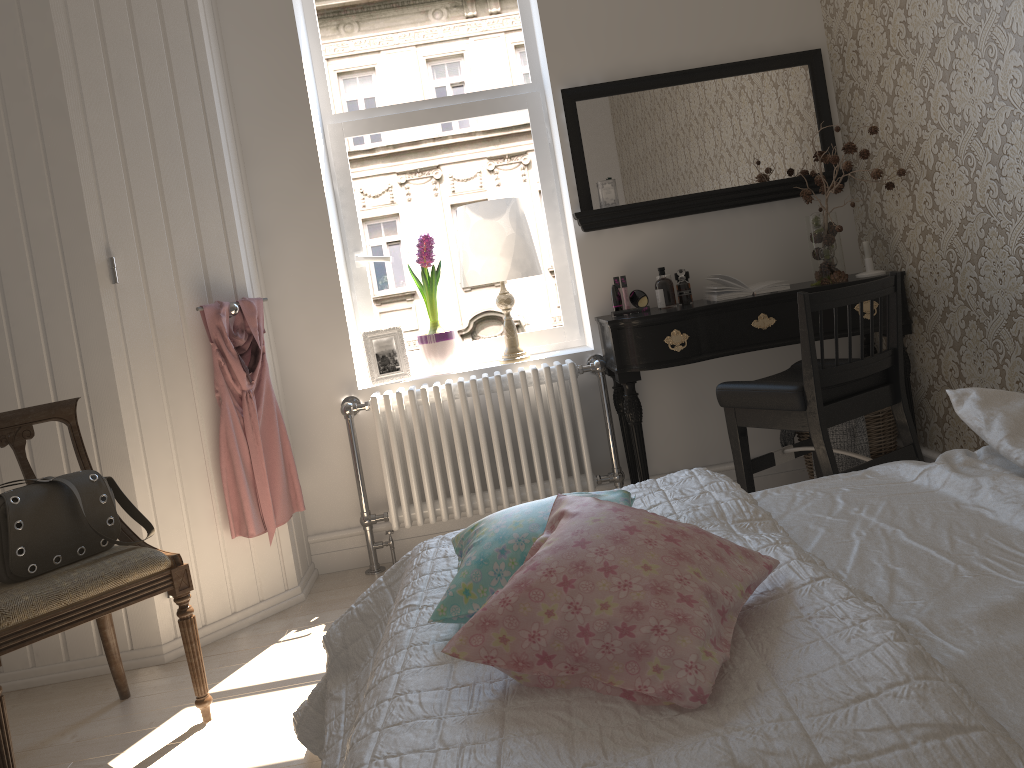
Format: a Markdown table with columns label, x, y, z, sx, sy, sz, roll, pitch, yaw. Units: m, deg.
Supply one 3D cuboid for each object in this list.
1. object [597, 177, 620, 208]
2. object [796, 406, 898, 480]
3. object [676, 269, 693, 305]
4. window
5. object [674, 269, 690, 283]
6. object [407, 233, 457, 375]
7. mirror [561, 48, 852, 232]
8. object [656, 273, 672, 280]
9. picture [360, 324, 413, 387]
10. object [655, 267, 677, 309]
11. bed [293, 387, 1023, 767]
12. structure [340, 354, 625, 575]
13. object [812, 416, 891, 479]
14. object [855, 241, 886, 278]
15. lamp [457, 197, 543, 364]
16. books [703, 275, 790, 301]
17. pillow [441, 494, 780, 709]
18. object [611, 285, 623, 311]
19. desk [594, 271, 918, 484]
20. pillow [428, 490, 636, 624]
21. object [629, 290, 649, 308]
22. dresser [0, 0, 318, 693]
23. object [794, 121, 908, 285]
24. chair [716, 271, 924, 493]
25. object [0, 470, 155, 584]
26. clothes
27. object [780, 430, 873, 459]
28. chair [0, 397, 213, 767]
| label | x | y | z | sx | sy | sz | roll | pitch | yaw |
| --- | --- | --- | --- | --- | --- | --- | --- | --- | --- |
| object | 0.381 | -0.757 | 3.488 | 0.072 | 0.121 | 0.037 | -9 | 2 | 3 |
| object | 1.276 | 0.212 | 3.356 | 0.391 | 0.431 | 0.397 | -7 | 4 | 30 |
| object | 0.658 | -0.372 | 3.385 | 0.054 | 0.138 | 0.055 | -8 | 2 | 38 |
| window | -0.295 | -0.963 | 3.735 | 0.949 | 1.779 | 0.111 | -10 | 1 | -2 |
| object | 0.678 | -0.384 | 3.482 | 0.058 | 0.134 | 0.057 | -11 | 3 | -41 |
| object | -0.330 | -0.329 | 3.602 | 0.157 | 0.576 | 0.156 | -10 | 2 | -16 |
| mirror | 0.760 | -0.969 | 3.497 | 1.118 | 0.571 | 0.066 | -10 | 1 | -2 |
| object | 0.601 | -0.368 | 3.453 | 0.058 | 0.134 | 0.057 | -11 | 3 | -41 |
| picture | -0.505 | -0.115 | 3.554 | 0.177 | 0.225 | 0.049 | -11 | 2 | -22 |
| object | 0.580 | -0.366 | 3.359 | 0.070 | 0.158 | 0.070 | -10 | 2 | -7 |
| bed | 0.569 | 0.458 | 1.447 | 2.211 | 0.629 | 1.964 | -10 | 6 | -2 |
| structure | -0.097 | 0.307 | 3.431 | 1.068 | 0.681 | 0.166 | -10 | 1 | -2 |
| object | 1.253 | 0.233 | 3.320 | 0.288 | 0.355 | 0.353 | -7 | 5 | 37 |
| object | 1.319 | -0.463 | 3.268 | 0.104 | 0.131 | 0.106 | -7 | 4 | 33 |
| lamp | -0.041 | -0.414 | 3.593 | 0.338 | 0.651 | 0.343 | -9 | 2 | 10 |
| books | 0.886 | -0.388 | 3.376 | 0.278 | 0.095 | 0.227 | -9 | 6 | 0 |
| pillow | 0.151 | 0.289 | 1.238 | 0.351 | 0.201 | 0.399 | -6 | 7 | 31 |
| object | 0.406 | -0.327 | 3.421 | 0.030 | 0.120 | 0.055 | -8 | 2 | 37 |
| desk | 0.949 | 0.071 | 3.335 | 1.105 | 0.821 | 0.437 | -10 | 2 | -2 |
| pillow | 0.055 | 0.293 | 1.511 | 0.362 | 0.168 | 0.384 | -9 | 6 | 3 |
| object | 0.479 | -0.320 | 3.408 | 0.079 | 0.085 | 0.083 | -6 | 5 | 38 |
| dresser | -1.438 | -0.398 | 3.105 | 1.025 | 2.577 | 0.703 | -9 | 2 | -2 |
| object | 1.209 | -0.657 | 3.207 | 0.320 | 0.598 | 0.540 | -11 | 4 | -31 |
| chair | 0.979 | 0.115 | 2.774 | 0.460 | 0.859 | 0.455 | -11 | 3 | -32 |
| object | -1.187 | 0.350 | 2.339 | 0.211 | 0.247 | 0.405 | -6 | 6 | 43 |
| clothes | -0.915 | 0.131 | 3.109 | 0.092 | 0.875 | 0.332 | -9 | 2 | 28 |
| object | 1.204 | 0.219 | 3.354 | 0.367 | 0.331 | 0.304 | -9 | 4 | -1 |
| chair | -1.223 | 0.516 | 2.341 | 0.534 | 0.889 | 0.525 | -7 | 4 | 43 |
